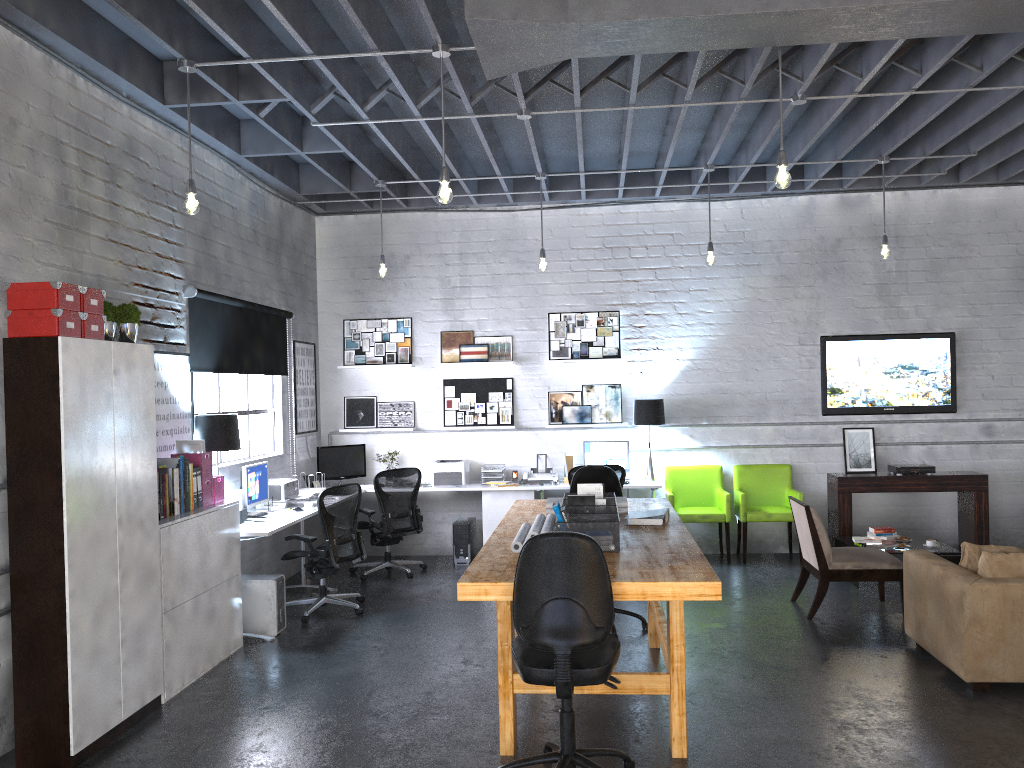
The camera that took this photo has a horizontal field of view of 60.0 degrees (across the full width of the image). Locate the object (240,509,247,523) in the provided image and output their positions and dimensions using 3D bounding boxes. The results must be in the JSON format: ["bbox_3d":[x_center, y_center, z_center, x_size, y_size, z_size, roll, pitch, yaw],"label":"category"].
[{"bbox_3d":[-2.145,0.953,6.775,0.209,0.208,0.104,-1,0,5],"label":"object"}]

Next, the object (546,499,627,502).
[{"bbox_3d":[0.483,0.772,5.725,0.519,0.047,0.046,-1,0,5],"label":"object"}]

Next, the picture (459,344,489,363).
[{"bbox_3d":[-0.402,-0.321,9.352,0.311,0.196,0.029,-1,1,5],"label":"picture"}]

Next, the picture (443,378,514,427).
[{"bbox_3d":[-0.355,0.192,9.365,0.749,0.503,0.058,-1,1,5],"label":"picture"}]

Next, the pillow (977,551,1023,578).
[{"bbox_3d":[3.025,1.138,5.107,0.704,0.402,0.291,-1,0,5],"label":"pillow"}]

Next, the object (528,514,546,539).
[{"bbox_3d":[0.137,0.769,4.760,0.057,0.057,0.635,-1,0,5],"label":"object"}]

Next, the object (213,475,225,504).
[{"bbox_3d":[-2.120,0.728,6.121,0.214,0.177,0.161,-1,0,6],"label":"object"}]

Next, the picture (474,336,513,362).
[{"bbox_3d":[-0.197,-0.367,9.348,0.410,0.277,0.036,-1,1,5],"label":"picture"}]

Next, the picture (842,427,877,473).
[{"bbox_3d":[3.521,0.672,8.981,0.308,0.457,0.092,-1,1,5],"label":"picture"}]

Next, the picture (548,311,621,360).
[{"bbox_3d":[0.754,-0.503,9.251,0.749,0.503,0.058,-1,1,5],"label":"picture"}]

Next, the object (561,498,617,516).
[{"bbox_3d":[0.450,0.764,5.163,0.316,0.156,0.306,-1,0,5],"label":"object"}]

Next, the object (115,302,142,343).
[{"bbox_3d":[-2.155,-0.337,4.957,0.169,0.240,0.171,-1,0,5],"label":"object"}]

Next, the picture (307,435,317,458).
[{"bbox_3d":[-2.068,0.650,9.247,0.036,0.221,0.289,-1,0,5],"label":"picture"}]

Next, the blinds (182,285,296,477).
[{"bbox_3d":[-2.216,0.103,7.474,0.100,1.632,2.119,-1,0,5],"label":"blinds"}]

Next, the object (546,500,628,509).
[{"bbox_3d":[0.478,0.772,5.670,0.519,0.047,0.046,-1,0,3],"label":"object"}]

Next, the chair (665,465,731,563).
[{"bbox_3d":[1.866,1.299,8.937,0.611,0.920,0.516,-1,0,5],"label":"chair"}]

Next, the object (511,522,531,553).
[{"bbox_3d":[0.052,0.820,4.768,0.057,0.058,0.635,-1,0,5],"label":"object"}]

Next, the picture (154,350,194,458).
[{"bbox_3d":[-2.374,0.165,6.212,0.020,0.780,0.606,-1,0,5],"label":"picture"}]

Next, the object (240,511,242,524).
[{"bbox_3d":[-2.153,0.952,6.659,0.209,0.208,0.104,-1,0,6],"label":"object"}]

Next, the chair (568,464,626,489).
[{"bbox_3d":[0.747,1.268,8.510,0.732,1.031,0.753,-2,0,-26],"label":"chair"}]

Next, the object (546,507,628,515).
[{"bbox_3d":[0.477,0.812,5.655,0.519,0.047,0.047,-1,0,5],"label":"object"}]

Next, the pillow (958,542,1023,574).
[{"bbox_3d":[2.907,1.141,5.331,0.523,0.403,0.319,-1,0,25],"label":"pillow"}]

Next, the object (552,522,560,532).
[{"bbox_3d":[0.223,0.817,4.752,0.058,0.057,0.635,-1,0,5],"label":"object"}]

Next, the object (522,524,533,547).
[{"bbox_3d":[0.109,0.820,4.763,0.058,0.057,0.635,-1,0,5],"label":"object"}]

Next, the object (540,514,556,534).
[{"bbox_3d":[0.194,0.768,4.754,0.057,0.057,0.635,-1,0,5],"label":"object"}]

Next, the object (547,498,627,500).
[{"bbox_3d":[0.492,0.773,5.817,0.519,0.047,0.046,-1,0,5],"label":"object"}]

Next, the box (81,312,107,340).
[{"bbox_3d":[-2.229,-0.284,4.477,0.270,0.131,0.206,-1,0,5],"label":"box"}]

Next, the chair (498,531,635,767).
[{"bbox_3d":[0.209,1.184,3.868,0.659,1.165,0.687,-1,0,4],"label":"chair"}]

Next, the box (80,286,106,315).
[{"bbox_3d":[-2.233,-0.415,4.476,0.268,0.133,0.206,-1,0,5],"label":"box"}]

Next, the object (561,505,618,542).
[{"bbox_3d":[0.421,0.763,4.856,0.316,0.156,0.306,-1,0,5],"label":"object"}]

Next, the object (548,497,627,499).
[{"bbox_3d":[0.496,0.773,5.864,0.519,0.047,0.046,-1,0,5],"label":"object"}]

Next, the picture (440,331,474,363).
[{"bbox_3d":[-0.581,-0.390,9.386,0.355,0.343,0.042,-1,1,5],"label":"picture"}]

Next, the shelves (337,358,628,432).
[{"bbox_3d":[-0.316,0.121,9.289,3.024,0.694,0.199,-1,1,5],"label":"shelves"}]

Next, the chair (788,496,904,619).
[{"bbox_3d":[2.554,1.308,6.785,0.725,0.842,0.575,-1,0,5],"label":"chair"}]

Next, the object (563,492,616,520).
[{"bbox_3d":[0.479,0.766,5.469,0.316,0.156,0.306,-1,0,5],"label":"object"}]

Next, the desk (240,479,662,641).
[{"bbox_3d":[-0.413,1.414,7.759,3.575,0.785,3.298,-1,0,5],"label":"desk"}]

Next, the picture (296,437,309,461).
[{"bbox_3d":[-2.101,0.649,8.900,0.036,0.221,0.289,-1,0,5],"label":"picture"}]

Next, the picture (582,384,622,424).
[{"bbox_3d":[0.940,0.208,9.248,0.410,0.408,0.047,-1,1,5],"label":"picture"}]

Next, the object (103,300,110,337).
[{"bbox_3d":[-2.202,-0.338,4.663,0.169,0.240,0.171,-1,0,35],"label":"object"}]

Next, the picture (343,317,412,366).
[{"bbox_3d":[-1.434,-0.449,9.458,0.749,0.503,0.058,-1,1,5],"label":"picture"}]

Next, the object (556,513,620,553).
[{"bbox_3d":[0.392,0.762,4.550,0.316,0.156,0.306,-1,0,5],"label":"object"}]

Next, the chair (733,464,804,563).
[{"bbox_3d":[2.557,1.282,8.871,0.611,0.920,0.516,-1,0,5],"label":"chair"}]

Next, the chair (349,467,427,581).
[{"bbox_3d":[-1.225,1.316,8.543,0.753,1.031,0.731,-1,0,29],"label":"chair"}]

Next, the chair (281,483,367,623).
[{"bbox_3d":[-1.536,1.314,7.109,0.753,1.031,0.732,-1,0,9],"label":"chair"}]

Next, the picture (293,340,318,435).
[{"bbox_3d":[-2.108,0.036,9.061,0.020,0.935,0.658,-1,0,5],"label":"picture"}]

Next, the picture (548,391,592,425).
[{"bbox_3d":[0.605,0.248,9.271,0.452,0.345,0.054,-1,1,5],"label":"picture"}]

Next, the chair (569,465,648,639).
[{"bbox_3d":[0.639,1.190,6.404,0.659,1.165,0.687,-1,0,4],"label":"chair"}]

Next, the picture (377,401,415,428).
[{"bbox_3d":[-1.240,0.327,9.455,0.410,0.277,0.036,-1,1,5],"label":"picture"}]

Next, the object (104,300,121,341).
[{"bbox_3d":[-2.216,-0.336,4.813,0.171,0.240,0.169,-1,0,45],"label":"object"}]

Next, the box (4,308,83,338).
[{"bbox_3d":[-2.248,-0.285,4.269,0.270,0.131,0.206,-1,0,5],"label":"box"}]

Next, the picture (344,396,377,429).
[{"bbox_3d":[-1.624,0.304,9.494,0.355,0.343,0.042,-1,1,5],"label":"picture"}]

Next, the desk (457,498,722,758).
[{"bbox_3d":[0.462,1.305,5.155,1.115,0.926,2.831,-1,0,5],"label":"desk"}]

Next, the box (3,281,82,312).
[{"bbox_3d":[-2.251,-0.414,4.268,0.270,0.131,0.206,-1,0,5],"label":"box"}]
